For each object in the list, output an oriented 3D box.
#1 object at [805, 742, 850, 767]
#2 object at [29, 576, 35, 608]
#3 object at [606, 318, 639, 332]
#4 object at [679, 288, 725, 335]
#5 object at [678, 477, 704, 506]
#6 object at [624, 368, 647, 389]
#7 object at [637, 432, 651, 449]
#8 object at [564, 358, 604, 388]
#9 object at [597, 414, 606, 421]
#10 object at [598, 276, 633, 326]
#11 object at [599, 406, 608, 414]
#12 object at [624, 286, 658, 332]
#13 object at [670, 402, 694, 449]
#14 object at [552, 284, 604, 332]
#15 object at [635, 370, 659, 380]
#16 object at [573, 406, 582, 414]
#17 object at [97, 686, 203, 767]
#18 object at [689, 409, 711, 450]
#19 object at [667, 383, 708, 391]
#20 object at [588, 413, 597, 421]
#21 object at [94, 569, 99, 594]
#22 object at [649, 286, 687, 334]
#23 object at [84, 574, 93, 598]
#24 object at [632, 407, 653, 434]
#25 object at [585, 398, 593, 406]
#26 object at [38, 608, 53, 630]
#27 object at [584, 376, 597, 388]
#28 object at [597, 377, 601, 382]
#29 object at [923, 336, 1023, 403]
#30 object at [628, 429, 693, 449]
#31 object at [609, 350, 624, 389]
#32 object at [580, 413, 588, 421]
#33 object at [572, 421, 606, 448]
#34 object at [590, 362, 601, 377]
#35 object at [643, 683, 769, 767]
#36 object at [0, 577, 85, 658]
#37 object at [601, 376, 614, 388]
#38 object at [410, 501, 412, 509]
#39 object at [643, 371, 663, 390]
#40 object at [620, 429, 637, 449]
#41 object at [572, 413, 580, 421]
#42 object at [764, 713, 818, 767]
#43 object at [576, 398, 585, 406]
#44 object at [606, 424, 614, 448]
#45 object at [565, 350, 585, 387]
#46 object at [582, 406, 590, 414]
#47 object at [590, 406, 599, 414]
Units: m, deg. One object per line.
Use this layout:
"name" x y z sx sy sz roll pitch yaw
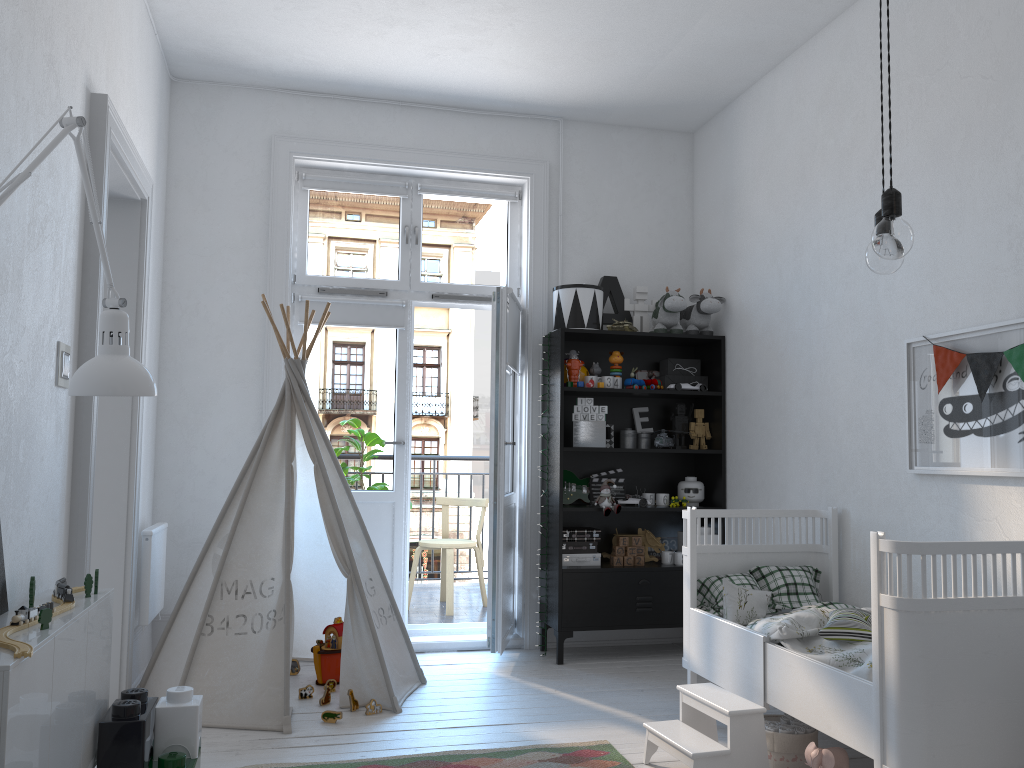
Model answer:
"object" 0.937 1.184 2.714 0.254 0.151 0.125 2 -5 -15
"object" -1.200 0.522 2.218 0.009 0.080 0.037 2 -5 -20
"object" 0.579 -0.313 4.708 0.121 0.100 0.338 -1 -5 21
"object" 0.979 -0.373 4.801 0.211 0.253 0.387 3 -5 -30
"object" 0.963 0.581 4.775 0.139 0.162 0.139 4 -6 -39
"object" 0.655 -0.025 4.704 0.121 0.126 0.087 4 -5 -36
"object" 0.748 0.303 4.767 0.078 0.091 0.246 2 -5 -19
"object" 0.343 -0.066 4.680 0.197 0.197 0.318 2 -5 -17
"object" 0.461 0.174 4.579 0.040 0.040 0.040 -1 -5 16
"object" 0.536 -0.421 4.894 0.343 0.344 0.057 2 -4 -14
"object" 0.474 0.134 4.582 0.040 0.040 0.040 0 -5 11
"object" 0.711 -0.390 4.903 0.190 0.290 0.065 1 -4 -9
"object" 0.927 0.229 4.835 0.117 0.259 0.081 2 -4 -14
"object" 0.367 -0.390 4.774 0.272 0.259 0.395 0 -5 15
"object" 0.858 -0.007 4.957 0.347 0.131 0.037 2 -4 -14
"object" 0.338 0.133 4.585 0.040 0.040 0.040 1 -4 -4
"object" -1.013 1.044 2.492 0.246 0.331 0.247 2 -5 -14
"object" 1.015 0.246 4.791 0.114 0.221 0.052 2 -4 -14
"object" 0.931 0.019 4.720 0.230 0.048 0.098 3 -5 -24
"object" 0.415 0.173 4.580 0.040 0.040 0.040 1 -4 1
"object" -1.158 0.550 2.472 0.009 0.066 0.054 3 -5 -23
"object" 0.832 -0.378 4.761 0.154 0.253 0.370 1 -5 -6
"object" -1.148 0.546 2.405 0.007 0.063 0.029 0 -4 13
"object" 0.722 0.201 4.898 0.107 0.151 0.055 2 -4 -14
"object" 0.398 0.093 4.587 0.040 0.040 0.040 1 -4 -4
"object" -1.036 0.521 1.968 0.006 0.046 0.037 0 -5 13
"object" 0.411 -0.006 4.619 0.067 0.067 0.067 2 -5 -13
"object" 0.453 -0.001 4.674 0.067 0.067 0.067 4 -6 -39
"object" 1.584 -0.153 2.785 0.058 0.414 0.905 2 -5 -14
"object" 0.807 0.297 4.748 0.368 0.105 0.349 2 -5 -12
"object" 0.549 -0.072 4.682 0.077 0.213 0.077 -1 -5 20
"object" 0.371 0.174 4.589 0.040 0.040 0.040 1 -5 -9
"object" 0.399 0.264 4.610 0.170 0.138 0.124 1 -4 1
"object" 0.451 -0.039 4.782 0.063 0.160 0.063 4 -5 -35
"object" 0.629 1.147 2.891 0.288 0.245 0.332 2 -5 -18
"object" -1.118 0.530 2.104 0.111 0.047 0.902 2 -5 -19
"object" 0.500 -0.005 4.625 0.067 0.067 0.067 2 -5 -13
"object" -0.999 0.838 5.745 0.720 1.224 0.489 1 -4 -3
"object" 0.752 -0.018 4.771 0.087 0.112 0.122 5 -6 -43
"object" 0.633 0.298 4.825 0.095 0.110 0.095 1 -4 -9
"object" 0.332 0.173 4.582 0.040 0.040 0.040 1 -4 1
"object" 0.915 1.208 2.986 0.215 0.147 0.240 1 -5 -7
"object" 0.356 0.093 4.588 0.040 0.040 0.040 1 -5 -9
"object" 0.519 0.286 4.834 0.070 0.134 0.028 2 -4 -14
"object" 0.327 -0.077 4.604 0.105 0.203 0.072 1 -4 -6
"object" 0.384 0.133 4.584 0.040 0.040 0.040 0 -4 6
"object" 0.429 0.134 4.583 0.040 0.040 0.040 -1 -5 16
